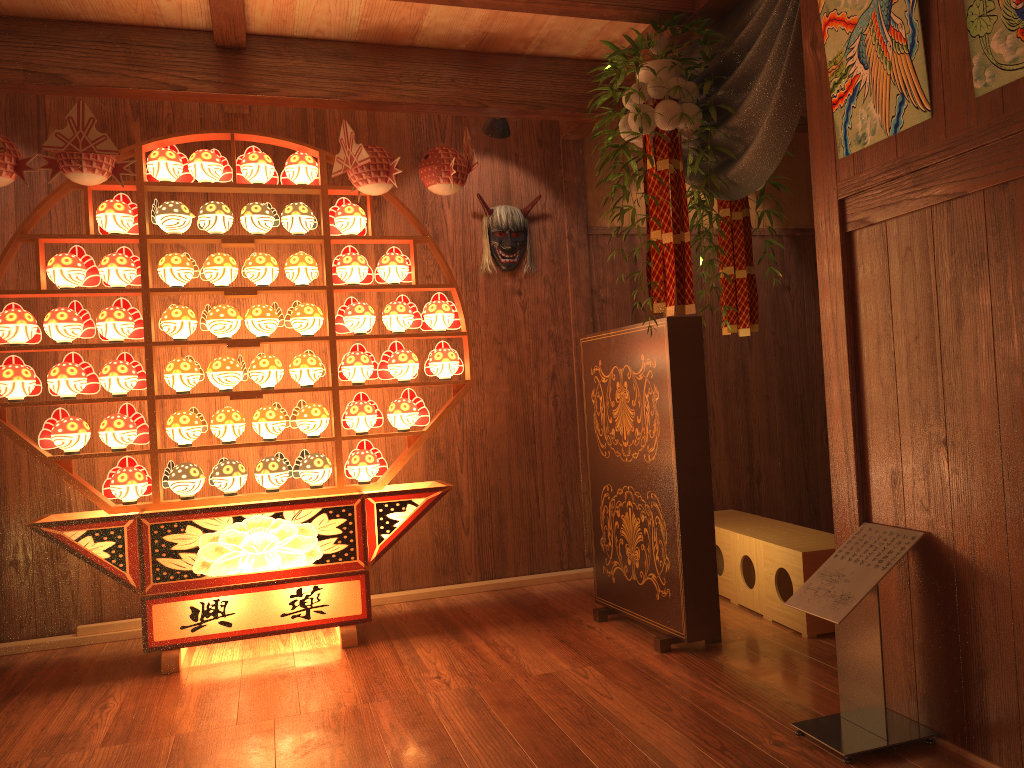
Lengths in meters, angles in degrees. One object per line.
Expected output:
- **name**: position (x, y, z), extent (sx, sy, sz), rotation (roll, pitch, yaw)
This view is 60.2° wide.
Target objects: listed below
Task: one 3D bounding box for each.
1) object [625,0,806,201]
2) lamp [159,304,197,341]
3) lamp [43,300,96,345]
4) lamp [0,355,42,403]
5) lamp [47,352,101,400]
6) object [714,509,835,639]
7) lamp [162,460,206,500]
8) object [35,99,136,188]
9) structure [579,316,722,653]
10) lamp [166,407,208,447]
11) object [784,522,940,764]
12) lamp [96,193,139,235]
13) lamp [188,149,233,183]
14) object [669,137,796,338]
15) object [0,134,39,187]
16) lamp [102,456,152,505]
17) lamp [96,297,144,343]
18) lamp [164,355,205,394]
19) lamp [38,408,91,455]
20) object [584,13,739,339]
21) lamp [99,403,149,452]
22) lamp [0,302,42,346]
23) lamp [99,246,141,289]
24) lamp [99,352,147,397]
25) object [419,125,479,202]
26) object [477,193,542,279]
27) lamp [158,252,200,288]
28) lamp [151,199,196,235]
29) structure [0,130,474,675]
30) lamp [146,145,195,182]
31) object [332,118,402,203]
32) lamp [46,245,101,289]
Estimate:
- **object**: position (0.778, -1.073, 3.448), extent (0.097, 0.751, 1.470), rotation (-3, -1, -16)
- **lamp**: position (-1.389, -0.261, 3.698), extent (0.144, 0.167, 0.151), rotation (-3, -1, -37)
- **lamp**: position (-1.813, -0.250, 3.559), extent (0.178, 0.191, 0.159), rotation (-4, -1, 12)
- **lamp**: position (-1.965, -0.024, 3.496), extent (0.195, 0.195, 0.152), rotation (-3, -1, -32)
- **lamp**: position (-1.793, -0.035, 3.555), extent (0.202, 0.200, 0.155), rotation (-3, -1, -8)
- **object**: position (1.152, 0.821, 4.047), extent (0.331, 0.330, 1.270), rotation (-3, -1, -12)
- **lamp**: position (-1.353, 0.398, 3.695), extent (0.155, 0.167, 0.141), rotation (-4, -1, 13)
- **object**: position (-1.638, -0.908, 3.394), extent (0.355, 0.306, 0.211), rotation (-3, -1, -18)
- **structure**: position (0.546, 0.388, 3.642), extent (0.277, 1.250, 0.781), rotation (-3, -1, -20)
- **lamp**: position (-1.375, 0.180, 3.693), extent (0.137, 0.167, 0.159), rotation (-4, -1, 13)
- **object**: position (0.940, 0.685, 2.410), extent (0.306, 0.560, 0.245), rotation (-3, -1, -18)
- **lamp**: position (-1.636, -0.705, 3.633), extent (0.201, 0.200, 0.156), rotation (-3, -1, -3)
- **lamp**: position (-1.309, -0.932, 3.757), extent (0.167, 0.179, 0.159), rotation (-4, -1, 13)
- **object**: position (1.029, -0.804, 4.357), extent (0.767, 1.260, 0.524), rotation (-3, -1, -32)
- **object**: position (-1.950, -0.882, 3.280), extent (0.362, 0.311, 0.240), rotation (-4, -1, 8)
- **lamp**: position (-1.568, 0.394, 3.619), extent (0.200, 0.197, 0.152), rotation (-3, -1, -28)
- **lamp**: position (-1.629, -0.264, 3.620), extent (0.201, 0.200, 0.156), rotation (-3, -1, -3)
- **lamp**: position (-1.383, -0.040, 3.696), extent (0.139, 0.167, 0.157), rotation (-3, -1, 3)
- **lamp**: position (-1.772, 0.188, 3.560), extent (0.152, 0.194, 0.192), rotation (-4, -1, 33)
- **object**: position (0.580, -0.797, 3.397), extent (0.586, 1.260, 0.689), rotation (-3, -1, -28)
- **lamp**: position (-1.614, 0.176, 3.607), extent (0.199, 0.200, 0.158), rotation (-4, -1, 7)
- **lamp**: position (-1.963, -0.240, 3.506), extent (0.196, 0.187, 0.152), rotation (-3, -1, -37)
- **lamp**: position (-1.623, -0.483, 3.629), extent (0.190, 0.195, 0.156), rotation (-3, -1, -3)
- **lamp**: position (-1.613, -0.041, 3.617), extent (0.183, 0.192, 0.156), rotation (-3, -1, -3)
- **object**: position (-0.298, -0.979, 3.849), extent (0.233, 0.318, 0.358), rotation (-3, -1, -22)
- **object**: position (-0.012, -0.778, 4.730), extent (0.371, 0.453, 0.135), rotation (-3, -1, -19)
- **lamp**: position (-1.414, -0.480, 3.704), extent (0.137, 0.167, 0.159), rotation (-4, -1, 13)
- **lamp**: position (-1.414, -0.700, 3.721), extent (0.157, 0.167, 0.139), rotation (-3, -1, -2)
- **structure**: position (-1.137, 0.018, 3.780), extent (2.003, 2.195, 0.480), rotation (-3, -1, -19)
- **lamp**: position (-1.456, -0.935, 3.702), extent (0.202, 0.200, 0.155), rotation (-3, -1, -8)
- **object**: position (-0.599, -0.950, 3.745), extent (0.249, 0.314, 0.352), rotation (-3, -1, -40)
- **lamp**: position (-1.806, -0.476, 3.570), extent (0.199, 0.200, 0.158), rotation (-4, -1, 7)
